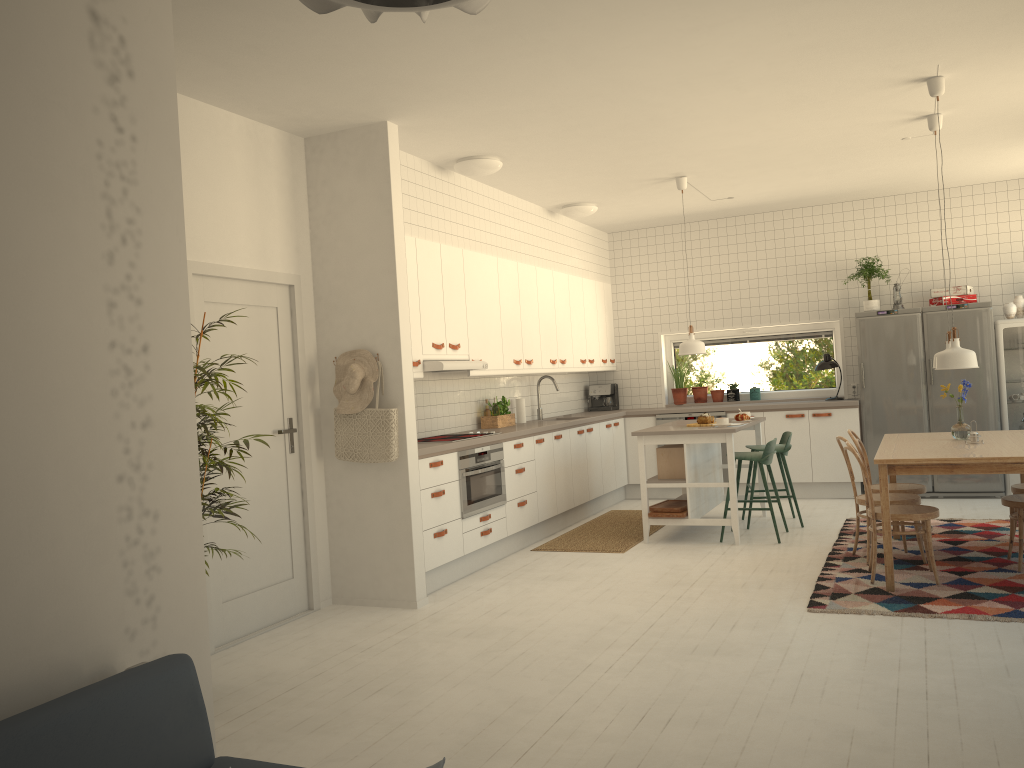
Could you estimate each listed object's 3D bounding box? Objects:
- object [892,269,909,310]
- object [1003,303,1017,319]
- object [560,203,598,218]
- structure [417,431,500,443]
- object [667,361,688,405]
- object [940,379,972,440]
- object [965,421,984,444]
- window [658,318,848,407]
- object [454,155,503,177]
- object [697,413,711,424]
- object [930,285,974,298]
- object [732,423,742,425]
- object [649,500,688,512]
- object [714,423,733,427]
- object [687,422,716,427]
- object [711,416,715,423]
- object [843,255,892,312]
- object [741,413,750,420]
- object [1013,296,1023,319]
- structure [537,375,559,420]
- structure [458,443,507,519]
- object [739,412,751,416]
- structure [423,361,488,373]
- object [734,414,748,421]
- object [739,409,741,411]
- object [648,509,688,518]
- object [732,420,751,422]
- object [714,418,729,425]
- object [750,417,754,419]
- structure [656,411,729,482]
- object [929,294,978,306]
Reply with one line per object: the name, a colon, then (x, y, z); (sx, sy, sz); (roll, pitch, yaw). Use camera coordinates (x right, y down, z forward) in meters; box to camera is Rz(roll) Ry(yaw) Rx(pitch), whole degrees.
object: (3.645, -0.890, 8.339); (0.154, 0.383, 0.163); (-3, 0, -43)
object: (4.747, -0.137, 7.587); (0.943, 1.208, 0.261); (-4, 0, 40)
object: (0.622, -1.602, 8.232); (0.351, 0.101, 0.351); (-4, 0, -23)
structure: (-0.463, 0.397, 6.336); (0.504, 0.057, 0.763); (-4, 0, 25)
object: (1.830, -0.027, 9.655); (0.300, 0.499, 0.333); (-4, 0, 8)
object: (2.880, 0.163, 5.697); (0.145, 0.388, 0.206); (-3, 0, -13)
object: (2.815, 0.293, 5.406); (0.095, 0.138, 0.155); (-4, 0, 25)
window: (2.537, -0.207, 9.405); (1.897, 0.816, 0.293); (-4, 0, 25)
object: (-0.241, -1.546, 6.346); (0.351, 0.101, 0.351); (-4, 0, -23)
object: (1.523, 0.272, 7.035); (0.086, 0.087, 0.090); (-4, 0, 32)
object: (4.085, -0.851, 8.232); (0.312, 0.082, 0.308); (-4, 0, 37)
object: (1.730, 0.318, 6.938); (0.167, 0.005, 0.167); (-4, 0, 20)
object: (1.273, 0.961, 6.996); (0.280, 0.030, 0.430); (-4, 0, 33)
object: (1.618, 0.318, 6.809); (0.160, 0.020, 0.160); (-4, 0, -10)
object: (1.558, 0.322, 7.094); (0.237, 0.019, 0.306); (-3, 0, 41)
object: (1.578, 0.282, 7.099); (0.083, 0.057, 0.072); (-4, 0, 31)
object: (3.412, -0.958, 8.439); (0.474, 0.545, 0.468); (-4, 0, 38)
object: (1.941, 0.275, 7.373); (0.060, 0.059, 0.074); (-4, 0, -6)
object: (4.553, -0.688, 7.959); (0.102, 0.206, 0.102); (-4, 0, 8)
structure: (0.339, 0.127, 8.429); (0.236, 0.421, 0.063); (-4, 0, 32)
structure: (-0.488, 0.684, 6.362); (0.704, 0.447, 0.682); (-4, 0, 25)
object: (1.976, 0.268, 7.530); (0.094, 0.060, 0.098); (-4, 0, 22)
structure: (-0.533, -0.124, 6.369); (0.482, 0.073, 0.681); (-4, 0, 25)
object: (1.888, 0.278, 7.362); (0.070, 0.060, 0.131); (-3, 0, -27)
object: (1.964, 0.252, 7.550); (0.028, 0.086, 0.102); (-3, 0, -25)
object: (1.259, 0.992, 6.921); (0.280, 0.030, 0.430); (-4, 0, 25)
object: (1.905, 0.306, 7.364); (0.167, 0.005, 0.167); (-4, 0, 20)
object: (1.614, 0.290, 6.808); (0.098, 0.064, 0.094); (-4, 0, -17)
object: (1.976, 0.295, 7.528); (0.160, 0.020, 0.160); (-4, 0, 21)
structure: (1.955, 0.643, 9.250); (0.705, 0.710, 0.704); (-4, 0, 25)
object: (4.091, -0.768, 8.227); (0.309, 0.082, 0.312); (-4, 0, 4)
